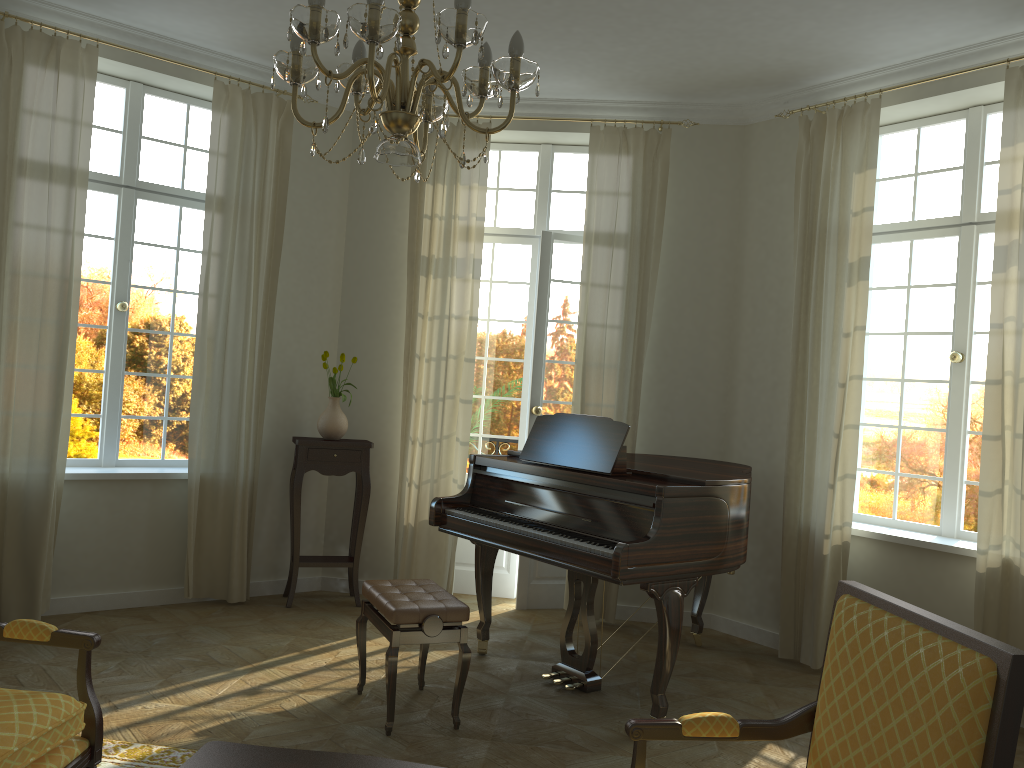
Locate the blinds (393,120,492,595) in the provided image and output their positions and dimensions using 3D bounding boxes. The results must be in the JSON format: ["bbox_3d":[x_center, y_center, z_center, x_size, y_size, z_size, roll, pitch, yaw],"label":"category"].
[{"bbox_3d":[-0.529,-0.157,6.233,0.552,3.386,0.159,4,-1,4],"label":"blinds"}]

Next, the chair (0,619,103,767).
[{"bbox_3d":[-1.626,0.894,2.089,0.680,1.083,1.389,4,-1,6],"label":"chair"}]

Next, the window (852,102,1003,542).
[{"bbox_3d":[2.640,-0.365,5.199,0.181,2.550,1.400,4,-1,-38],"label":"window"}]

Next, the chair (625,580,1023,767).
[{"bbox_3d":[0.607,1.048,2.009,0.671,1.083,0.730,4,-1,-9],"label":"chair"}]

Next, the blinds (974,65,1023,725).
[{"bbox_3d":[2.660,0.043,4.426,0.159,3.381,0.552,4,-1,-35],"label":"blinds"}]

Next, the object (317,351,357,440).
[{"bbox_3d":[-1.218,0.081,6.121,0.242,0.609,0.264,4,-1,31],"label":"object"}]

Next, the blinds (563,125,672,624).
[{"bbox_3d":[0.698,-0.078,6.037,0.554,3.386,0.162,4,-1,2],"label":"blinds"}]

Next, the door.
[{"bbox_3d":[0.100,0.253,6.430,1.385,2.690,0.425,4,-1,7],"label":"door"}]

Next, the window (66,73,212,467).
[{"bbox_3d":[-2.552,-0.718,5.813,1.400,2.550,0.181,4,-1,-38],"label":"window"}]

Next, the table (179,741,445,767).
[{"bbox_3d":[-0.484,1.272,2.012,0.922,0.494,0.932,4,-1,8],"label":"table"}]

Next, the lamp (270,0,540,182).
[{"bbox_3d":[-0.264,-1.335,2.444,0.661,1.466,0.662,4,-1,-24],"label":"lamp"}]

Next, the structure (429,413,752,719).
[{"bbox_3d":[0.717,0.909,4.969,1.856,1.439,1.514,4,-1,-38],"label":"structure"}]

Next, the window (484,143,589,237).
[{"bbox_3d":[0.238,-1.445,6.629,1.380,0.680,0.055,4,-1,7],"label":"window"}]

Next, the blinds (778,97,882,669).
[{"bbox_3d":[1.853,-0.005,5.371,0.162,3.384,0.554,4,-1,-33],"label":"blinds"}]

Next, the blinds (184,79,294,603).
[{"bbox_3d":[-1.822,-0.253,5.850,0.552,3.381,0.159,4,-1,-35],"label":"blinds"}]

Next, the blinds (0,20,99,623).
[{"bbox_3d":[-2.765,-0.327,5.041,0.554,3.385,0.162,4,-1,-33],"label":"blinds"}]

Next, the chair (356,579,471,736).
[{"bbox_3d":[-0.481,1.258,4.180,0.385,0.563,0.638,4,-1,-23],"label":"chair"}]

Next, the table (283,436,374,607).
[{"bbox_3d":[-1.275,0.941,6.116,0.522,1.114,0.344,4,-1,-18],"label":"table"}]
